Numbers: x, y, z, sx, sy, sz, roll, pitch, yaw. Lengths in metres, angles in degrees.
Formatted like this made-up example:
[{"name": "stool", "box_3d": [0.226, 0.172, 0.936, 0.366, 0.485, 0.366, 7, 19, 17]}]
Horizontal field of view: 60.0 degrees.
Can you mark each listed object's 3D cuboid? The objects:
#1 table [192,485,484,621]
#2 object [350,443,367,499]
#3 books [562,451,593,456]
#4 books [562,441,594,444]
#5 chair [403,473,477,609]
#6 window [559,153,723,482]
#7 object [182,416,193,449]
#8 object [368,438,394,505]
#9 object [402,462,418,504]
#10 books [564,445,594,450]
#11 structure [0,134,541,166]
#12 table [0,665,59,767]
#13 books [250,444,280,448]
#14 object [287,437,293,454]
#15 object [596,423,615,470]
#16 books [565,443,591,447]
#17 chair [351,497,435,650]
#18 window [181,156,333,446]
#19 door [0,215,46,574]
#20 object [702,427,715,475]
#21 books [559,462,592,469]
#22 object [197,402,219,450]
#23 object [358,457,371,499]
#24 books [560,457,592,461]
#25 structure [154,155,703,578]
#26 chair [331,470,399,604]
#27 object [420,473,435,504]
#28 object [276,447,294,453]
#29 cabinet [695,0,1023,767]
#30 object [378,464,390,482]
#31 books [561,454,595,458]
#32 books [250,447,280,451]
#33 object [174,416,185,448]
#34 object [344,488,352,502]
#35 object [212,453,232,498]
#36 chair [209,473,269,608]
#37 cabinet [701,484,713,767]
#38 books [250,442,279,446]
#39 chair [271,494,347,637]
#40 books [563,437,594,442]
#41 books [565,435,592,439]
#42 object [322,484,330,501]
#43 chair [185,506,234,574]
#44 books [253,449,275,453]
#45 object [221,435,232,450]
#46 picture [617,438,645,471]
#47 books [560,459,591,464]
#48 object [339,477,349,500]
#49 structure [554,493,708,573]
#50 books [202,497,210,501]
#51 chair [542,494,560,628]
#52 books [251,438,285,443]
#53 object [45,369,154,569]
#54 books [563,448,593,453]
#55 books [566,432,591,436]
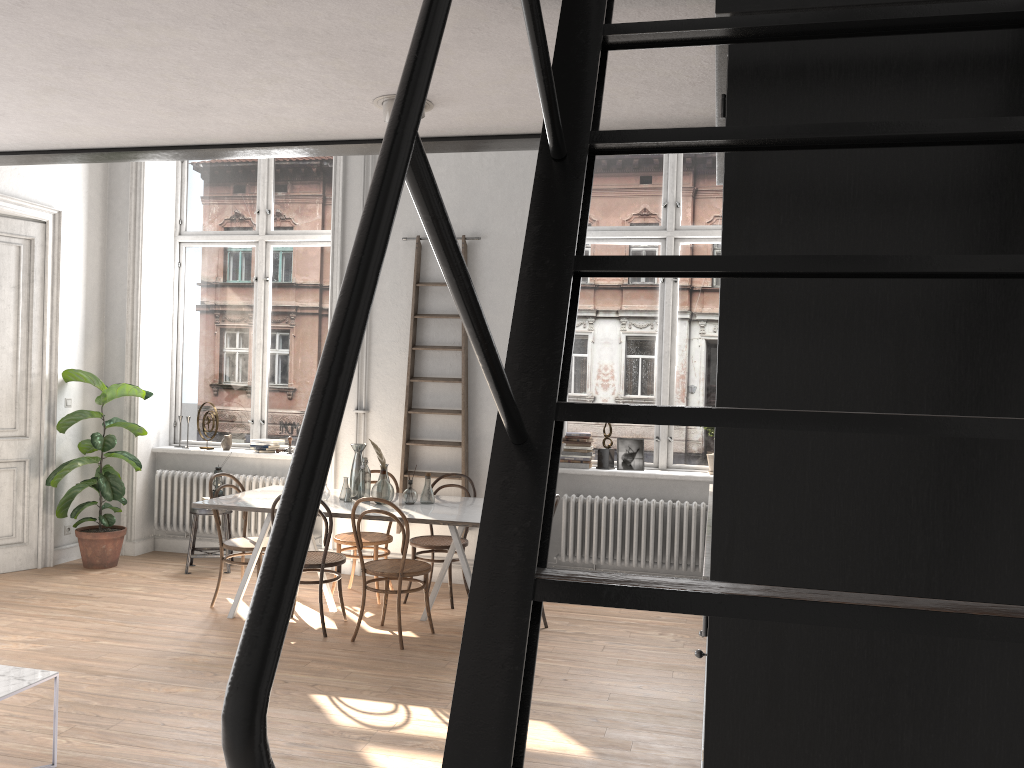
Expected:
[{"name": "table", "box_3d": [-0.916, 1.206, 6.102, 2.200, 0.780, 1.100, 2, 0, 13]}, {"name": "object", "box_3d": [-1.094, 0.618, 6.300, 0.116, 0.383, 0.116, 2, 1, 24]}, {"name": "books", "box_3d": [0.538, 0.567, 7.276, 0.245, 0.028, 0.193, 2, 0, 8]}, {"name": "books", "box_3d": [0.540, 0.476, 7.272, 0.243, 0.019, 0.174, 2, 0, 13]}, {"name": "chair", "box_3d": [-0.520, 1.148, 6.611, 0.438, 0.921, 0.549, 2, 1, 20]}, {"name": "window", "box_3d": [8.228, -4.890, 8.715, 14.384, 15.937, 26.397, 2, 0, 13]}, {"name": "object", "box_3d": [-2.941, 0.439, 8.045, 0.095, 0.289, 0.095, 2, 1, 36]}, {"name": "object", "box_3d": [-0.876, 0.594, 6.044, 0.156, 0.446, 0.157, 2, 1, 31]}, {"name": "object", "box_3d": [-0.697, 0.681, 6.083, 0.107, 0.283, 0.107, 2, 1, 8]}, {"name": "books", "box_3d": [0.548, 0.519, 7.275, 0.222, 0.024, 0.158, 2, 0, 13]}, {"name": "structure", "box_3d": [-2.044, -1.480, 1.439, 5.926, 1.213, 4.158, 2, 0, 13]}, {"name": "table", "box_3d": [-2.372, 1.360, 3.320, 0.849, 0.392, 0.849, 2, 0, 13]}, {"name": "books", "box_3d": [-2.201, 0.551, 7.905, 0.221, 0.023, 0.147, 2, 0, 29]}, {"name": "object", "box_3d": [-1.951, 0.539, 7.796, 0.048, 0.153, 0.088, 2, 1, -17]}, {"name": "object", "box_3d": [0.770, 0.448, 7.223, 0.122, 0.488, 0.102, 2, 1, 38]}, {"name": "books", "box_3d": [0.544, 0.497, 7.270, 0.205, 0.022, 0.155, 2, 0, 8]}, {"name": "chair", "box_3d": [-0.754, 1.143, 5.583, 0.438, 0.921, 0.549, 2, 1, 24]}, {"name": "window", "box_3d": [-2.273, -0.865, 8.100, 1.622, 2.843, 0.013, 2, 1, 13]}, {"name": "door", "box_3d": [-4.125, 0.084, 6.797, 0.216, 2.814, 1.097, 2, 1, 38]}, {"name": "object", "box_3d": [1.730, 0.460, 7.003, 0.500, 0.524, 0.234, 2, 1, 2]}, {"name": "books", "box_3d": [0.521, 0.662, 7.265, 0.248, 0.043, 0.192, 2, 0, 13]}, {"name": "object", "box_3d": [-2.749, 0.377, 8.021, 0.087, 0.425, 0.347, 1, 1, -44]}, {"name": "object", "box_3d": [-1.025, 0.661, 6.169, 0.086, 0.301, 0.086, 2, 1, -1]}, {"name": "books", "box_3d": [0.525, 0.606, 7.263, 0.249, 0.023, 0.175, 2, 0, 14]}, {"name": "structure", "box_3d": [-0.631, -0.635, 7.301, 5.181, 4.474, 0.340, 2, 1, 13]}, {"name": "chair", "box_3d": [-1.096, 1.129, 6.664, 0.438, 0.921, 0.549, 2, 1, 11]}, {"name": "object", "box_3d": [-0.583, 0.720, 6.134, 0.101, 0.212, 0.101, 1, 1, -38]}, {"name": "object", "box_3d": [-2.024, 0.588, 7.870, 0.153, 0.048, 0.088, 2, 0, -37]}, {"name": "cabinet", "box_3d": [0.791, 0.476, 2.228, 0.633, 2.372, 1.401, 2, 1, 13]}, {"name": "object", "box_3d": [-0.899, 0.688, 6.215, 0.098, 0.255, 0.100, 2, 1, -10]}, {"name": "books", "box_3d": [0.539, 0.588, 7.275, 0.255, 0.014, 0.192, 2, 0, 16]}, {"name": "books", "box_3d": [-2.203, 0.573, 7.907, 0.205, 0.022, 0.155, 2, 0, 33]}, {"name": "object", "box_3d": [-3.042, 0.436, 8.127, 0.095, 0.289, 0.095, 2, 1, 45]}, {"name": "object", "box_3d": [-1.127, 0.762, 6.095, 0.058, 0.094, 0.058, 2, 1, 41]}, {"name": "object", "box_3d": [-2.436, 0.755, 7.430, 0.163, 0.383, 0.154, 2, 1, -13]}, {"name": "chair", "box_3d": [-1.869, 1.106, 6.299, 0.549, 0.921, 0.438, 2, 1, 21]}, {"name": "cabinet", "box_3d": [1.394, -0.119, 4.734, 0.635, 3.583, 3.250, 2, 0, 13]}, {"name": "books", "box_3d": [-2.200, 0.530, 7.893, 0.205, 0.020, 0.155, 2, 0, 3]}, {"name": "chair", "box_3d": [-1.315, 1.125, 5.750, 0.438, 0.921, 0.549, 2, 1, 9]}, {"name": "books", "box_3d": [0.533, 0.454, 7.273, 0.231, 0.023, 0.162, 2, 0, 29]}, {"name": "books", "box_3d": [0.546, 0.433, 7.270, 0.205, 0.020, 0.155, 2, 0, 13]}, {"name": "object", "box_3d": [-1.316, 0.693, 6.106, 0.132, 0.219, 0.132, 2, 1, 2]}, {"name": "chair", "box_3d": [-2.507, 1.280, 7.382, 0.364, 0.523, 0.360, 2, 1, -13]}, {"name": "books", "box_3d": [-2.209, 0.595, 7.912, 0.147, 0.023, 0.221, 2, 0, -28]}, {"name": "object", "box_3d": [-2.567, 0.524, 7.975, 0.100, 0.142, 0.102, 2, 1, -12]}, {"name": "picture", "box_3d": [0.959, 0.572, 7.222, 0.221, 0.264, 0.149, 2, 1, -3]}, {"name": "books", "box_3d": [0.524, 0.629, 7.263, 0.249, 0.023, 0.175, 2, 0, 9]}, {"name": "object", "box_3d": [-1.164, 0.729, 6.201, 0.083, 0.158, 0.083, 2, 1, 9]}, {"name": "structure", "box_3d": [1.126, 1.176, 6.977, 1.577, 0.552, 0.194, 2, 1, 13]}, {"name": "books", "box_3d": [-2.459, 0.958, 7.407, 0.221, 0.027, 0.147, 2, 0, -45]}, {"name": "chair", "box_3d": [0.023, 1.167, 5.837, 0.549, 0.921, 0.438, 2, 1, 26]}, {"name": "books", "box_3d": [-2.176, 0.506, 7.908, 0.243, 0.019, 0.174, 2, 0, 23]}, {"name": "object", "box_3d": [-0.982, 0.671, 6.554, 5.826, 1.842, 0.792, 2, 1, 18]}, {"name": "books", "box_3d": [0.543, 0.542, 7.270, 0.205, 0.022, 0.155, 2, 0, 27]}, {"name": "books", "box_3d": [0.544, 0.412, 7.280, 0.201, 0.024, 0.159, 2, 0, 3]}]
